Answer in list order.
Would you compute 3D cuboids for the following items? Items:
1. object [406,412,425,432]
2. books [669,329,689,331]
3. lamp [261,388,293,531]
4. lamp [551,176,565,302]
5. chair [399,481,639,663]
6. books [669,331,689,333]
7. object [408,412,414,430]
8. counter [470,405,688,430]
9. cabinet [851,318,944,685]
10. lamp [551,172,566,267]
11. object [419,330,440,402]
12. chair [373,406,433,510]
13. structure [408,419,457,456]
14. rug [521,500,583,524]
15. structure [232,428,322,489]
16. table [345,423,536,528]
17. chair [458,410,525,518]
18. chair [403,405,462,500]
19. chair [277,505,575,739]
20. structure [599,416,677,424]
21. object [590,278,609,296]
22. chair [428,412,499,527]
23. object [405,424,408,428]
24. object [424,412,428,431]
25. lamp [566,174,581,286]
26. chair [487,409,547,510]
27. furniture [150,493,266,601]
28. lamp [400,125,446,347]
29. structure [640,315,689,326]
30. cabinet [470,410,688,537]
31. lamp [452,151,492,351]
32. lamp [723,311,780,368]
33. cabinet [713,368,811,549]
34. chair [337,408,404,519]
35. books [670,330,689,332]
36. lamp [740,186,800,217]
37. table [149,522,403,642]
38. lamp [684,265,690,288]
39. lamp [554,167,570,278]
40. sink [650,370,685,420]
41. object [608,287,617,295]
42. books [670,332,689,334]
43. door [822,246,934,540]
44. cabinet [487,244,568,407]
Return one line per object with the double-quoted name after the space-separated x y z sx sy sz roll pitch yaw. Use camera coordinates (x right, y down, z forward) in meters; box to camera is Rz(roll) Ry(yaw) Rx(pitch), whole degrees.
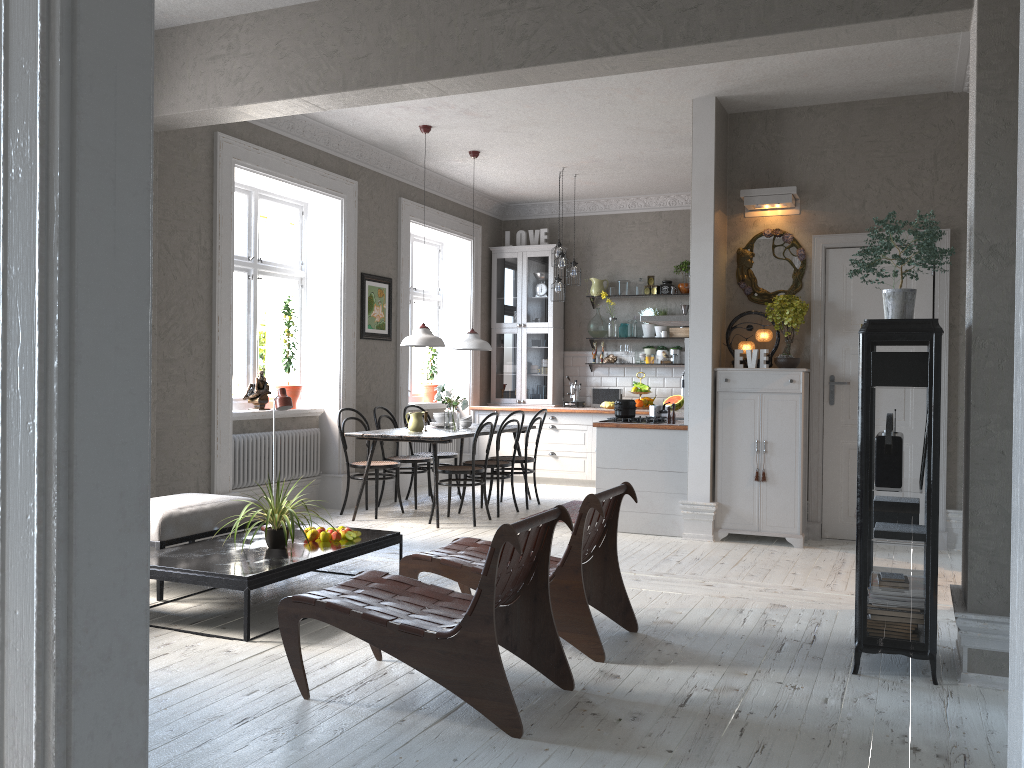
-0.827 0.321 7.575 0.151 0.170 0.134 1 1 -15 "object"
1.938 -0.608 10.060 0.256 0.016 0.161 1 1 36 "books"
-1.377 0.440 5.179 0.140 0.839 0.247 0 1 -31 "lamp"
0.489 -1.729 9.220 0.148 1.735 0.145 1 1 -10 "lamp"
0.040 0.821 4.177 1.001 0.721 0.515 1 1 23 "chair"
1.938 -0.587 10.061 0.257 0.011 0.160 1 1 26 "books"
-0.864 0.318 7.801 0.095 0.172 0.096 1 1 5 "object"
0.614 0.302 8.854 3.113 0.039 3.443 1 1 24 "counter"
1.680 0.469 3.870 0.343 1.471 0.627 1 1 24 "cabinet"
0.487 -2.067 9.044 0.145 1.735 0.148 1 1 10 "lamp"
-0.912 -0.201 9.984 0.265 0.813 0.254 0 1 -39 "object"
-1.003 0.671 8.204 0.541 0.920 0.444 1 1 21 "chair"
-0.926 0.598 9.721 0.146 0.428 1.241 1 1 22 "structure"
0.663 1.144 7.945 0.725 0.014 1.309 1 1 24 "rug"
-1.989 0.607 7.377 0.146 0.428 1.241 1 1 22 "structure"
-0.574 0.771 8.001 0.891 0.735 1.949 1 1 24 "table"
-0.173 0.685 7.816 0.539 0.920 0.446 1 1 31 "chair"
-0.783 0.670 8.647 0.538 0.920 0.447 1 1 36 "chair"
-0.319 0.824 3.384 1.001 0.721 0.515 1 1 23 "chair"
1.041 0.289 7.248 0.488 0.031 0.615 1 1 24 "structure"
1.011 -1.132 10.380 0.187 0.216 0.177 1 1 37 "object"
-0.393 0.687 7.320 0.541 0.920 0.444 1 1 21 "chair"
-0.898 0.345 8.079 0.139 0.112 0.140 1 1 6 "object"
-0.742 0.324 7.631 0.058 0.167 0.060 1 1 37 "object"
0.648 -1.885 9.148 0.145 1.735 0.148 1 1 10 "lamp"
0.047 0.683 8.257 0.541 0.920 0.444 1 1 21 "chair"
-1.948 0.903 5.160 0.574 0.476 0.840 1 1 24 "furniture"
-0.740 -1.242 7.464 0.386 1.858 0.372 0 1 -29 "lamp"
1.633 -1.352 8.144 0.702 1.595 0.723 1 1 24 "structure"
1.082 0.718 8.822 2.016 0.854 4.136 0 1 -20 "cabinet"
-0.364 -1.245 8.291 0.372 1.858 0.386 1 1 31 "lamp"
1.835 -0.281 6.764 0.441 0.558 0.175 1 1 31 "lamp"
1.873 0.531 6.646 0.656 1.297 0.390 1 1 23 "cabinet"
-1.233 0.673 7.689 0.539 0.920 0.446 1 1 31 "chair"
1.938 -0.598 10.061 0.256 0.011 0.160 1 1 29 "books"
1.969 -1.388 6.757 0.409 0.171 0.223 1 1 23 "lamp"
-1.302 1.013 4.751 0.836 0.303 1.330 1 1 24 "table"
1.876 -1.868 9.206 0.150 1.735 0.144 0 1 -35 "lamp"
0.506 -1.934 8.862 0.149 1.735 0.144 0 1 -20 "lamp"
1.442 0.197 7.791 0.520 0.720 0.493 1 1 23 "sink"
1.180 -1.076 10.373 0.101 0.111 0.105 1 1 23 "object"
1.938 -0.576 10.061 0.256 0.011 0.160 1 1 29 "books"
2.698 0.078 6.551 0.740 2.183 0.081 1 1 22 "door"
0.190 -0.672 10.633 0.866 1.921 0.394 1 1 23 "cabinet"
